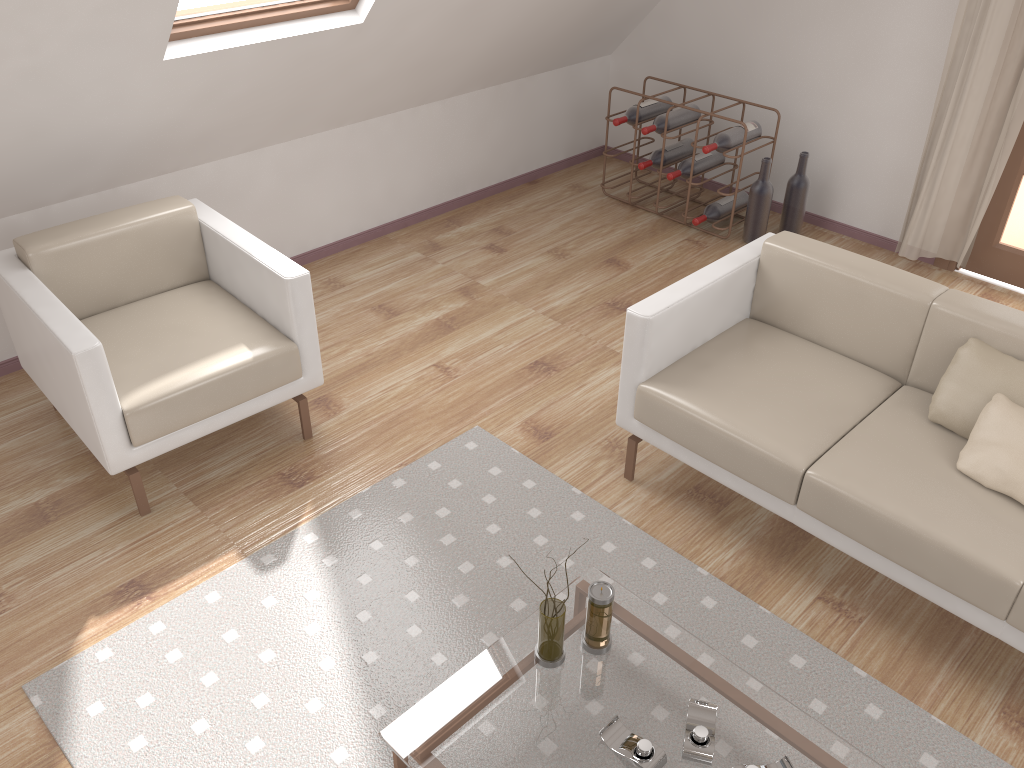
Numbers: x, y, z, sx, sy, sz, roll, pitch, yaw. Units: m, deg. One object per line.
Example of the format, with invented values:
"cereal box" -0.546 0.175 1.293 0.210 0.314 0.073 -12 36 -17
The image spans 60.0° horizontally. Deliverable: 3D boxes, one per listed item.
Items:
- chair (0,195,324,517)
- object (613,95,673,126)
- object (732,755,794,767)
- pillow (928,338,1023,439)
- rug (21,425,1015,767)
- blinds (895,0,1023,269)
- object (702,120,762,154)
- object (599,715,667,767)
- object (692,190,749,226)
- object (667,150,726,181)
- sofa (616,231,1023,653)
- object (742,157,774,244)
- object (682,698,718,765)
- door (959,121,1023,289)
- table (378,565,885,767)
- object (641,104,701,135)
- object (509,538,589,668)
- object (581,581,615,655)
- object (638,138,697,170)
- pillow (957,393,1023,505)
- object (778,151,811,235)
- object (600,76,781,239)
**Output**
"chair" -1.182 -0.151 3.012 0.748 0.706 0.820 -27 43 -34
"object" 0.691 -1.445 4.742 0.439 0.110 0.110 -29 44 -36
"object" 0.532 0.824 1.869 0.143 0.052 0.064 -8 35 -13
"pillow" 1.358 0.044 2.448 0.185 0.235 0.351 -26 43 -33
"rug" 0.295 1.034 1.934 1.600 0.007 2.800 -29 44 -36
"blinds" 2.016 -1.472 3.666 0.423 2.130 0.120 28 43 34
"object" 1.088 -1.217 4.423 0.435 0.109 0.109 -29 44 -36
"object" 0.263 0.780 1.927 0.064 0.052 0.143 -29 44 -36
"object" 1.082 -0.906 4.634 0.435 0.109 0.109 -29 44 -36
"object" 0.953 -1.136 4.637 0.435 0.109 0.109 -29 44 -36
"sofa" 1.275 0.238 2.499 0.820 0.706 1.880 -29 44 -36
"object" 1.236 -0.911 4.422 0.115 0.443 0.120 25 41 31
"object" 0.418 0.758 1.962 0.064 0.052 0.143 9 35 12
"door" 2.706 -1.069 3.259 0.098 2.001 1.546 -29 44 -36
"table" 0.371 0.948 1.898 0.730 0.190 1.173 -29 44 -36
"object" 0.824 -1.370 4.640 0.435 0.109 0.109 -29 44 -36
"object" 0.086 0.507 2.047 0.184 0.359 0.123 -1 34 -3
"object" 0.208 0.559 2.127 0.075 0.185 0.075 -7 35 -11
"object" 0.821 -1.215 4.742 0.435 0.109 0.109 -29 44 -36
"pillow" 1.358 0.200 2.296 0.227 0.170 0.363 -25 42 -32
"object" 1.444 -0.959 4.496 0.115 0.443 0.120 25 41 31
"object" 0.919 -1.213 4.698 0.417 0.608 0.854 -29 44 -36
